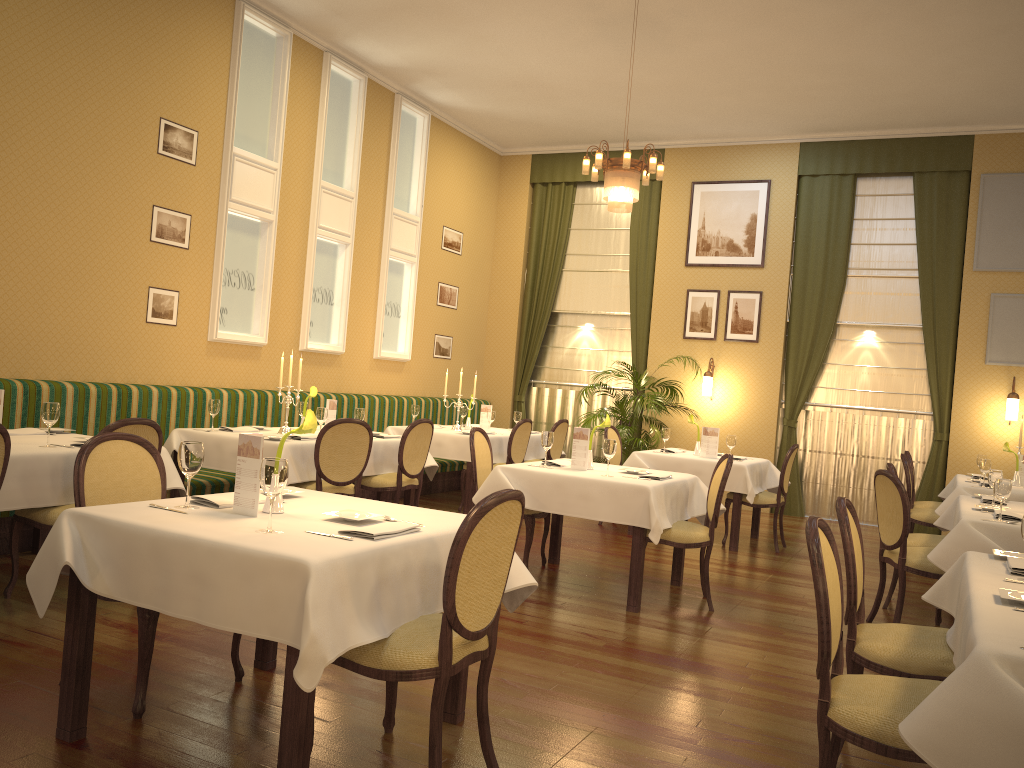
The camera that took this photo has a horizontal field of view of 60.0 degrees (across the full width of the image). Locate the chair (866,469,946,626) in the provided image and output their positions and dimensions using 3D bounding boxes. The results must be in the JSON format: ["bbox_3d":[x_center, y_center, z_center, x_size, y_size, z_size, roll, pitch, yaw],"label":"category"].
[{"bbox_3d":[2.440,1.007,5.276,0.571,0.955,0.530,5,0,1],"label":"chair"}]

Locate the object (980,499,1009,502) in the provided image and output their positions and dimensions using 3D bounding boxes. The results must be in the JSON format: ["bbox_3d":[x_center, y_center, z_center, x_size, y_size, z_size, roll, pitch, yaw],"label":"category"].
[{"bbox_3d":[3.276,0.788,6.013,0.181,0.015,0.038,5,0,28],"label":"object"}]

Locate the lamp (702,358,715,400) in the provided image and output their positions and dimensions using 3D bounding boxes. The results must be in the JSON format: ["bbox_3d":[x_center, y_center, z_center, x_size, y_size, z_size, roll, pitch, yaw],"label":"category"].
[{"bbox_3d":[2.378,-0.064,10.727,0.114,0.513,0.323,5,0,16],"label":"lamp"}]

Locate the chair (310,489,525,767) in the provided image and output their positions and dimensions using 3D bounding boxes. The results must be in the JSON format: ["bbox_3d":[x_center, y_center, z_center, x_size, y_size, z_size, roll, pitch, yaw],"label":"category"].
[{"bbox_3d":[-0.296,0.781,2.845,0.571,0.955,0.530,5,0,26],"label":"chair"}]

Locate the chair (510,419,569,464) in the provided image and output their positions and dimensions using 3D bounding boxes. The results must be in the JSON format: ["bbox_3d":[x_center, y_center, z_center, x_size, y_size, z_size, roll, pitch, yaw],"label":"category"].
[{"bbox_3d":[0.265,0.823,9.379,0.571,0.955,0.530,5,0,26],"label":"chair"}]

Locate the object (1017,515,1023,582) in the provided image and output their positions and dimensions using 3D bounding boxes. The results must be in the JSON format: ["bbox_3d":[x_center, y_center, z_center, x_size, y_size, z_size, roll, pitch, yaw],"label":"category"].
[{"bbox_3d":[1.773,0.557,3.012,0.088,0.229,0.088,5,0,-16],"label":"object"}]

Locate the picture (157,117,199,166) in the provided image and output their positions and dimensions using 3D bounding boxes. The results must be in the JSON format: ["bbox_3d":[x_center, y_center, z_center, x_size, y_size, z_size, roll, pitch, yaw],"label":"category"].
[{"bbox_3d":[-2.737,-1.984,7.277,0.008,0.294,0.401,5,0,26],"label":"picture"}]

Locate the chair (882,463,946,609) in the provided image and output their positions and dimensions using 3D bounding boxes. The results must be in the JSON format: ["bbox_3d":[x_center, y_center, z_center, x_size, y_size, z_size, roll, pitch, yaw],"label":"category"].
[{"bbox_3d":[2.782,1.035,5.945,0.571,0.955,0.530,5,0,26],"label":"chair"}]

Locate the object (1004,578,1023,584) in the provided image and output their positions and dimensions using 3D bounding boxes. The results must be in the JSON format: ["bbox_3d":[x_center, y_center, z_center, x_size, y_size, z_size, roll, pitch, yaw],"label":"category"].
[{"bbox_3d":[1.734,0.664,2.933,0.185,0.010,0.017,5,0,28],"label":"object"}]

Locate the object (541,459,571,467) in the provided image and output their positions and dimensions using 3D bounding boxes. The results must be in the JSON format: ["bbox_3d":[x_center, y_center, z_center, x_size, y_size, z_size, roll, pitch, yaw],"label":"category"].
[{"bbox_3d":[0.318,0.535,5.984,0.142,0.033,0.273,5,0,26],"label":"object"}]

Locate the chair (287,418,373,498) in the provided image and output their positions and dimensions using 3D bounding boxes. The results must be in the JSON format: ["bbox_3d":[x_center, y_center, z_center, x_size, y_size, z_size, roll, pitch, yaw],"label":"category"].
[{"bbox_3d":[-1.314,0.693,6.243,0.530,0.955,0.571,5,0,-39],"label":"chair"}]

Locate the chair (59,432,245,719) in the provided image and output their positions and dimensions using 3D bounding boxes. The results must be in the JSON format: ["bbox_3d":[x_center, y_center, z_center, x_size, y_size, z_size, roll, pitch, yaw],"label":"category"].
[{"bbox_3d":[-1.382,0.690,3.442,0.571,0.955,0.530,5,0,26],"label":"chair"}]

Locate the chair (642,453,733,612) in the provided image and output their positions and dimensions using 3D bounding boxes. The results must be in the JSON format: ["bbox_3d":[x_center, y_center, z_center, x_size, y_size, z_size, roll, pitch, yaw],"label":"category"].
[{"bbox_3d":[1.065,0.892,5.596,0.571,0.955,0.530,5,0,6],"label":"chair"}]

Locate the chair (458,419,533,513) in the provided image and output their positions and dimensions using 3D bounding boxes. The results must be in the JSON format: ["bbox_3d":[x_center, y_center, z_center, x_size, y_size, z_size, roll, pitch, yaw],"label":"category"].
[{"bbox_3d":[-0.138,0.790,8.639,0.571,0.955,0.530,5,0,26],"label":"chair"}]

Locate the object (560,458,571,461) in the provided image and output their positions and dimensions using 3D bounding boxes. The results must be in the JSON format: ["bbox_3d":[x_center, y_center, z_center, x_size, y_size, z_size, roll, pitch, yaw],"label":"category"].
[{"bbox_3d":[0.410,0.545,6.239,0.160,0.024,0.160,5,0,26],"label":"object"}]

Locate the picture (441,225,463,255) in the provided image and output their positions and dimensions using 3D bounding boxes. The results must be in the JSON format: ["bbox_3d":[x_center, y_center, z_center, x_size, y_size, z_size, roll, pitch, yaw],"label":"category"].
[{"bbox_3d":[-0.757,-1.822,11.287,0.008,0.294,0.504,5,0,26],"label":"picture"}]

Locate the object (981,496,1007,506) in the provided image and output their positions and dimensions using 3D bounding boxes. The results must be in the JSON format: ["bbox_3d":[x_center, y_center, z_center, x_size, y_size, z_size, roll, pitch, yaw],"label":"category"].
[{"bbox_3d":[3.189,0.774,5.870,0.142,0.033,0.273,5,0,26],"label":"object"}]

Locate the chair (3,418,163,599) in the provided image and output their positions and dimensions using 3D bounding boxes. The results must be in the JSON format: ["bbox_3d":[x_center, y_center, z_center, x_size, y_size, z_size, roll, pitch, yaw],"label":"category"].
[{"bbox_3d":[-2.158,0.624,4.546,0.571,0.955,0.530,5,0,26],"label":"chair"}]

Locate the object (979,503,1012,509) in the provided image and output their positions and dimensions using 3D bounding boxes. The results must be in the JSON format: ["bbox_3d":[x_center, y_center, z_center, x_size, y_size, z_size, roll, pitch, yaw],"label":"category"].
[{"bbox_3d":[3.058,0.772,5.613,0.185,0.010,0.017,5,0,28],"label":"object"}]

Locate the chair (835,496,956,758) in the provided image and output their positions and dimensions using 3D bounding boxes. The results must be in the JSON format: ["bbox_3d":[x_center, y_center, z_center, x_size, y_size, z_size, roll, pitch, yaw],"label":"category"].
[{"bbox_3d":[1.458,0.926,3.266,0.571,0.955,0.530,5,0,26],"label":"chair"}]

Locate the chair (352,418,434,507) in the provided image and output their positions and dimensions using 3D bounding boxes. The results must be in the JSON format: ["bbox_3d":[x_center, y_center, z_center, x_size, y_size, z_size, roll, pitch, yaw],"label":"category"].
[{"bbox_3d":[-0.958,0.722,6.975,0.571,0.955,0.530,5,0,26],"label":"chair"}]

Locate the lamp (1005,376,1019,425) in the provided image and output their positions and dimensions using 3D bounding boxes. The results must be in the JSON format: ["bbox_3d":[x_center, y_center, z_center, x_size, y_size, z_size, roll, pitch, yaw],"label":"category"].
[{"bbox_3d":[5.230,0.175,9.309,0.114,0.513,0.323,5,0,16],"label":"lamp"}]

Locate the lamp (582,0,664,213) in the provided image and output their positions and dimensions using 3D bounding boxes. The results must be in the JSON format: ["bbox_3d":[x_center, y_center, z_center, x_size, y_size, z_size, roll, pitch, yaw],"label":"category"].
[{"bbox_3d":[0.917,-2.250,6.938,0.593,1.796,0.593,5,0,24],"label":"lamp"}]

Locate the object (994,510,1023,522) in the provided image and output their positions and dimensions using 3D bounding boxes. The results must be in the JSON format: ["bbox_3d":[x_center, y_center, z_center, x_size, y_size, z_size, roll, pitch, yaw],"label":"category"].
[{"bbox_3d":[2.793,0.741,4.985,0.142,0.033,0.273,5,0,26],"label":"object"}]

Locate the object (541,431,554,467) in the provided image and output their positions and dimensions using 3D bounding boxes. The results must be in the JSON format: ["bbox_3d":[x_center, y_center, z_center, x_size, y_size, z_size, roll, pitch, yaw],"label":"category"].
[{"bbox_3d":[0.225,0.426,5.805,0.088,0.229,0.088,5,0,-22],"label":"object"}]

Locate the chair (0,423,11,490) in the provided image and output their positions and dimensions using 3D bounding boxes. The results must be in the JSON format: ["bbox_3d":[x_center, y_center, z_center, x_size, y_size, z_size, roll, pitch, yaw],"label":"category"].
[{"bbox_3d":[-2.529,0.594,3.797,0.571,0.955,0.530,5,0,26],"label":"chair"}]

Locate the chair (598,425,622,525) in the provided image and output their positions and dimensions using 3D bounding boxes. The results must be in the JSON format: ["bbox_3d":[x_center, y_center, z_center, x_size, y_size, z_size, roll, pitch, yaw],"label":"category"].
[{"bbox_3d":[1.158,0.898,8.584,0.571,0.955,0.530,5,0,26],"label":"chair"}]

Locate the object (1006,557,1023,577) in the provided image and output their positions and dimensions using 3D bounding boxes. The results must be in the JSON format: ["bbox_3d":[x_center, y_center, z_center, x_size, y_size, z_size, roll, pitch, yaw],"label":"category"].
[{"bbox_3d":[1.866,0.666,3.191,0.142,0.033,0.273,5,0,26],"label":"object"}]

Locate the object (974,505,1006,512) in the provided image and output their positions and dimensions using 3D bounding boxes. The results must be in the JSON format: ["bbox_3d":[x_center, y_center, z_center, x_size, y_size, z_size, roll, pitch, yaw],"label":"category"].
[{"bbox_3d":[2.850,0.749,5.293,0.160,0.024,0.160,5,0,26],"label":"object"}]

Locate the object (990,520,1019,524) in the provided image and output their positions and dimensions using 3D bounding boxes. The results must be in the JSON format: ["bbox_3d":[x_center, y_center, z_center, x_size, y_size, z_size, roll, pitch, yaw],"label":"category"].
[{"bbox_3d":[2.606,0.733,4.738,0.181,0.015,0.038,5,0,28],"label":"object"}]

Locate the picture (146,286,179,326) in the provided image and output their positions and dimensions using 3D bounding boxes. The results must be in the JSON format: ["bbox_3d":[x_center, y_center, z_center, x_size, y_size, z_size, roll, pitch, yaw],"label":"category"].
[{"bbox_3d":[-2.858,-0.633,7.262,0.008,0.294,0.313,5,0,26],"label":"picture"}]

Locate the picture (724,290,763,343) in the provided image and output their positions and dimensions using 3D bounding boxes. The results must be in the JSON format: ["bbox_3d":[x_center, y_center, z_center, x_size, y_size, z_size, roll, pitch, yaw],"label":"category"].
[{"bbox_3d":[2.794,-0.817,10.724,0.412,0.619,0.022,5,0,26],"label":"picture"}]

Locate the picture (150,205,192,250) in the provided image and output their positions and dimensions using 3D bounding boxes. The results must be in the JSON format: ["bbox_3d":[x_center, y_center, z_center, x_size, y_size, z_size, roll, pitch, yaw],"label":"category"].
[{"bbox_3d":[-2.796,-1.282,7.278,0.008,0.294,0.401,5,0,26],"label":"picture"}]

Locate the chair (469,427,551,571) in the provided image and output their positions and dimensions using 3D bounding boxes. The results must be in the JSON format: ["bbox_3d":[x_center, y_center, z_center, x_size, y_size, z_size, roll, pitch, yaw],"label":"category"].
[{"bbox_3d":[-0.035,0.800,6.176,0.571,0.955,0.530,5,0,16],"label":"chair"}]

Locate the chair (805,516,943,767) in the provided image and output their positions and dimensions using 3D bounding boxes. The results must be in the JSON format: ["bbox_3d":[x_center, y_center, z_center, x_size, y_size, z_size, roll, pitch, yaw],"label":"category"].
[{"bbox_3d":[1.116,0.898,2.573,0.571,0.955,0.530,5,0,26],"label":"chair"}]

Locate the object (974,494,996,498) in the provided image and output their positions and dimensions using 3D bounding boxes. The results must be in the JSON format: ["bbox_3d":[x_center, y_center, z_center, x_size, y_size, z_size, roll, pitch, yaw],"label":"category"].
[{"bbox_3d":[3.281,0.784,6.125,0.160,0.024,0.160,5,0,26],"label":"object"}]

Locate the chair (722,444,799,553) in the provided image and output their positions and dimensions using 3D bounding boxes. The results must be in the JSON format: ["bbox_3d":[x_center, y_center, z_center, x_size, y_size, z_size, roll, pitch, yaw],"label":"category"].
[{"bbox_3d":[2.244,0.988,7.987,0.571,0.955,0.530,5,0,26],"label":"chair"}]

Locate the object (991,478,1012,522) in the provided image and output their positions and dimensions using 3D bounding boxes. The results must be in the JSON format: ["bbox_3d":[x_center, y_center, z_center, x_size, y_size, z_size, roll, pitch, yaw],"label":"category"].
[{"bbox_3d":[2.658,0.629,4.815,0.088,0.229,0.088,5,0,-16],"label":"object"}]

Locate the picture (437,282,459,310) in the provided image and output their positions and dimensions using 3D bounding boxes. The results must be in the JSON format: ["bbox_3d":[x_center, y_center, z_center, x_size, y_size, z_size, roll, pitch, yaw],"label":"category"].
[{"bbox_3d":[-0.815,-1.120,11.288,0.008,0.294,0.504,5,0,26],"label":"picture"}]

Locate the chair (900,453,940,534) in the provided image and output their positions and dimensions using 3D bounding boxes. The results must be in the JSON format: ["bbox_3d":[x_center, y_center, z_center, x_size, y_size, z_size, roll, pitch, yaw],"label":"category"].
[{"bbox_3d":[3.623,1.104,7.648,0.571,0.955,0.530,5,0,26],"label":"chair"}]

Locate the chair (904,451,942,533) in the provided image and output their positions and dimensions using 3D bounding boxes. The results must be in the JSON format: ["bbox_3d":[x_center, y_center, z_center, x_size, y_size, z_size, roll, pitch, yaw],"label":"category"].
[{"bbox_3d":[3.965,1.131,8.341,0.571,0.955,0.530,5,0,26],"label":"chair"}]

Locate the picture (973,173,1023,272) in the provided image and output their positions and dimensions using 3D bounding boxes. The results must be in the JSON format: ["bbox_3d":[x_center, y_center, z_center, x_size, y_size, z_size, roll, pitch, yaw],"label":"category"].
[{"bbox_3d":[5.486,-1.720,9.425,0.966,1.057,0.027,5,0,26],"label":"picture"}]

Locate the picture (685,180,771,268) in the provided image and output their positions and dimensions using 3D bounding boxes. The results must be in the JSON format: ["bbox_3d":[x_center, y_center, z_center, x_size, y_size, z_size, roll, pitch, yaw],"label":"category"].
[{"bbox_3d":[2.632,-1.959,10.846,0.966,1.057,0.027,5,0,26],"label":"picture"}]

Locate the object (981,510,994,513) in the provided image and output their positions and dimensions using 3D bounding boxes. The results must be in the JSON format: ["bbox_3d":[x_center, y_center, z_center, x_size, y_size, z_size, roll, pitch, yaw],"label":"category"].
[{"bbox_3d":[2.834,0.754,5.161,0.185,0.010,0.017,5,0,28],"label":"object"}]

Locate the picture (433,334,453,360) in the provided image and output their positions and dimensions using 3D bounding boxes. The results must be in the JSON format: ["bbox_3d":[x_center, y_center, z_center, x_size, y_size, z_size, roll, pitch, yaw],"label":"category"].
[{"bbox_3d":[-0.875,-0.471,11.276,0.008,0.294,0.437,5,0,26],"label":"picture"}]

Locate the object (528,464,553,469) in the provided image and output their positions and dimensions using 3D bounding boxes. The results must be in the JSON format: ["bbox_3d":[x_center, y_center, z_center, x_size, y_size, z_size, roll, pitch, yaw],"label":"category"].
[{"bbox_3d":[0.187,0.533,5.727,0.185,0.010,0.017,5,0,28],"label":"object"}]

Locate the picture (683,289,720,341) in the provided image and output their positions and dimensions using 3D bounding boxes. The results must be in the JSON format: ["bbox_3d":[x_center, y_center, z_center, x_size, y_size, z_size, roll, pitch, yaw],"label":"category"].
[{"bbox_3d":[2.339,-0.855,10.950,0.412,0.619,0.022,5,0,26],"label":"picture"}]

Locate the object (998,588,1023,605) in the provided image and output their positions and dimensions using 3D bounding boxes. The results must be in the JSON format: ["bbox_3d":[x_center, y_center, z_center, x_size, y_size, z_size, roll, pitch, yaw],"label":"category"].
[{"bbox_3d":[1.526,0.640,2.614,0.160,0.024,0.160,5,0,26],"label":"object"}]

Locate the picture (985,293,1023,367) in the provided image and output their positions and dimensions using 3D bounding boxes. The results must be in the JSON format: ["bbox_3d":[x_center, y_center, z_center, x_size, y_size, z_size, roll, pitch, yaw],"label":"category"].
[{"bbox_3d":[5.359,-0.575,9.441,0.512,0.769,0.027,5,0,26],"label":"picture"}]

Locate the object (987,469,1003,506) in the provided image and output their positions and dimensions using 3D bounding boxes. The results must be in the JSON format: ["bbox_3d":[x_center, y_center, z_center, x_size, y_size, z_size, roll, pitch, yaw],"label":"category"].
[{"bbox_3d":[3.097,0.665,5.691,0.088,0.229,0.088,5,0,-16],"label":"object"}]
